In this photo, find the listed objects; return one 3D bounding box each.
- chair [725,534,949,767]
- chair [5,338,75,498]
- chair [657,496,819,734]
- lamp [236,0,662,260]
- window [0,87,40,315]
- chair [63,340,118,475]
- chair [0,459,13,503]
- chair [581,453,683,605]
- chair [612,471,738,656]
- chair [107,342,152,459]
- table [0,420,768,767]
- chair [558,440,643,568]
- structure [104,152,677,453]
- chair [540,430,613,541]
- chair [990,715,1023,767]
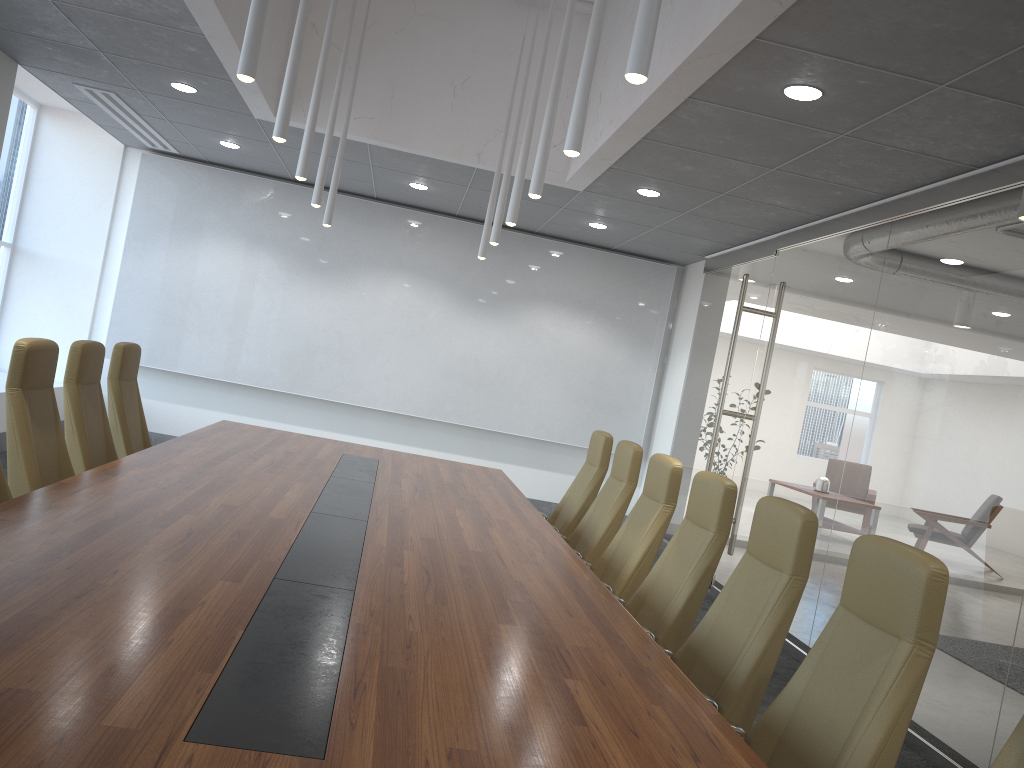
[{"bbox_3d":[0.642,1.098,2.685,0.955,1.406,0.711,11,0,-8],"label":"chair"},{"bbox_3d":[-2.199,0.531,4.738,0.955,1.406,0.711,11,0,-8],"label":"chair"},{"bbox_3d":[0.541,1.072,3.474,0.955,1.406,0.711,11,0,-8],"label":"chair"},{"bbox_3d":[-0.242,-2.249,4.065,2.619,2.378,7.258,11,0,-8],"label":"lamp"},{"bbox_3d":[-2.165,-1.247,14.776,24.175,20.155,35.932,11,0,-8],"label":"window"},{"bbox_3d":[-2.298,0.505,5.507,0.955,1.406,0.711,11,0,-8],"label":"chair"},{"bbox_3d":[-2.095,0.557,3.931,0.955,1.406,0.711,11,0,-8],"label":"chair"},{"bbox_3d":[0.338,1.019,5.055,0.955,1.406,0.711,11,0,-8],"label":"chair"},{"bbox_3d":[0.440,1.045,4.267,0.955,1.406,0.711,11,0,-8],"label":"chair"},{"bbox_3d":[-2.399,0.479,6.297,0.955,1.406,0.711,11,0,-8],"label":"chair"},{"bbox_3d":[-0.881,1.051,4.092,2.300,0.895,6.500,11,0,-8],"label":"table"},{"bbox_3d":[0.236,0.993,5.857,0.955,1.406,0.711,11,0,-8],"label":"chair"},{"bbox_3d":[-0.493,-0.668,4.089,6.600,2.466,13.989,11,0,-8],"label":"structure"},{"bbox_3d":[0.134,0.967,6.650,0.955,1.406,0.711,11,0,-8],"label":"chair"},{"bbox_3d":[0.812,1.137,1.887,0.955,1.406,0.711,11,0,-8],"label":"chair"}]
